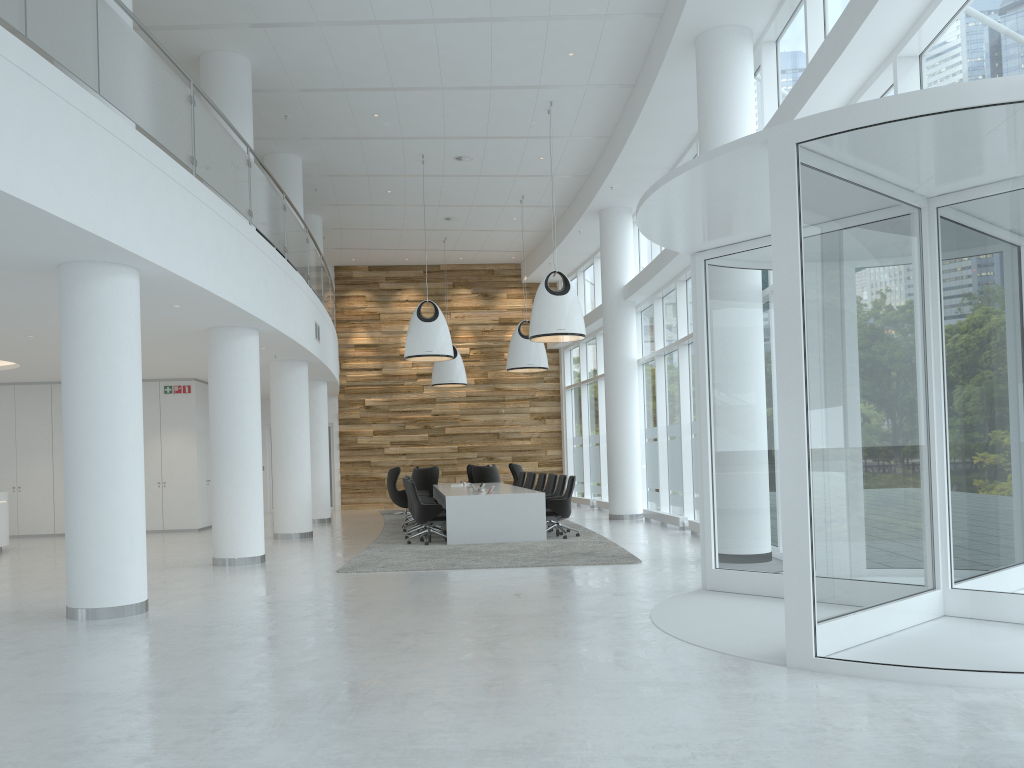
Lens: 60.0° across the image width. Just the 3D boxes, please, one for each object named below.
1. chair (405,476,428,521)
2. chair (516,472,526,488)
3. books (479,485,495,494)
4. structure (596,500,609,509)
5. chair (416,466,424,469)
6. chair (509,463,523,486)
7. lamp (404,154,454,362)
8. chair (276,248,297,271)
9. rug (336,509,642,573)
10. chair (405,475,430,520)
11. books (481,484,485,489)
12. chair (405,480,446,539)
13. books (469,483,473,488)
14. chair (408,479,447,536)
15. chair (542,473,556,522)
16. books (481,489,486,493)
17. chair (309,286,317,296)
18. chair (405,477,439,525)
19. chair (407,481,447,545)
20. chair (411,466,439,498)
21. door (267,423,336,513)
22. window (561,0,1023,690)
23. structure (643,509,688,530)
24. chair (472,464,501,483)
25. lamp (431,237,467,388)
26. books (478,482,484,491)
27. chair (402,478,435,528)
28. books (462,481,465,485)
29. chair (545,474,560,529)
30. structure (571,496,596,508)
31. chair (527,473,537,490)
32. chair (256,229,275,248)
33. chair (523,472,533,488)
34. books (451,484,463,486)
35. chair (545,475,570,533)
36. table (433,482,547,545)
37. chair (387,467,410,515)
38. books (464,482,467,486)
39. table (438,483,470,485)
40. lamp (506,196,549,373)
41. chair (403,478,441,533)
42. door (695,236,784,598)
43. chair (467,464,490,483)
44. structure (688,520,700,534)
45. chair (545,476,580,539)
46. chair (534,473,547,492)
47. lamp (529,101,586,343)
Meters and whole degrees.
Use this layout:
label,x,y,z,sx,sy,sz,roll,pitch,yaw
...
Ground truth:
label,x,y,z,sx,sy,sz,roll,pitch,yaw
chair,-1.892,2.385,18.368,0.674,0.965,0.687,-2,-2,-7
chair,0.014,2.419,19.492,0.673,0.965,0.687,-1,-2,-12
books,-0.418,1.836,14.840,0.231,0.274,0.598,-2,-4,13
structure,2.271,2.756,19.777,0.150,0.213,2.697,-2,-5,-8
chair,-2.094,2.652,22.593,0.919,1.151,0.914,-4,-3,43
chair,-0.161,2.528,21.832,0.917,1.151,0.916,-1,-2,-17
lamp,-1.535,-2.260,15.846,0.885,3.642,0.884,-3,-1,38
chair,-4.003,-1.944,14.584,0.913,1.151,0.920,-1,-2,-13
rug,-0.799,2.714,16.870,3.938,0.010,13.487,-1,-5,-6
chair,-1.986,2.456,19.176,0.674,0.965,0.687,-2,-2,-2
books,-0.596,1.997,16.776,0.158,0.241,0.353,-2,-4,-7
chair,-1.422,2.046,14.481,0.674,0.965,0.687,-2,-2,-7
books,-0.747,2.032,17.097,0.153,0.238,0.191,-2,-2,-7
chair,-1.474,2.115,15.294,0.674,0.965,0.687,-2,-2,-7
chair,0.486,2.138,16.314,0.674,0.965,0.687,-2,-2,-2
books,-0.422,1.804,14.341,0.143,0.226,0.204,-2,-3,-8
chair,-4.445,-1.618,18.319,0.913,1.151,0.920,-1,-2,-16
chair,-1.785,2.314,17.556,0.674,0.965,0.687,-2,-2,-7
chair,-1.285,1.969,13.615,0.673,0.965,0.687,-1,-2,-12
chair,-1.880,2.479,20.603,0.914,1.151,0.919,-2,-2,13
door,-5.765,2.290,24.295,1.805,2.398,0.132,-2,-1,-5
window,-18.141,0.366,19.045,63.013,6.130,30.848,-5,-6,33
structure,2.729,2.416,15.875,0.150,0.213,2.697,-2,-5,-5
chair,-0.702,2.452,20.717,0.919,1.151,0.914,-4,-3,43
lamp,-1.589,-1.769,21.705,0.885,3.642,0.884,-2,-1,32
books,-0.610,1.978,16.756,0.139,0.229,0.358,-2,-4,-7
chair,-1.757,2.249,16.793,0.674,0.965,0.687,-2,-2,-2
books,-0.998,2.215,19.180,0.153,0.241,0.183,-2,-2,-7
chair,0.514,2.074,15.551,0.674,0.965,0.687,-2,-2,-7
structure,1.742,3.033,22.893,0.150,0.213,2.697,-1,-5,-11
chair,0.203,2.272,17.812,0.674,0.965,0.687,-2,-2,-7
chair,-3.909,-2.090,12.877,0.913,1.151,0.920,-1,-2,-16
chair,0.151,2.342,18.626,0.674,0.965,0.687,-2,-2,-7
books,-1.150,2.112,18.549,0.224,0.026,0.264,-2,-5,3
chair,0.621,2.003,14.739,0.674,0.965,0.687,-2,-2,-7
table,-0.618,2.312,16.557,1.500,0.738,6.576,-1,-5,-7
chair,-2.562,2.577,21.518,0.917,1.151,0.916,-1,-2,-17
books,-0.952,2.193,18.845,0.139,0.223,0.162,-2,-2,-7
table,-1.400,2.774,21.643,0.800,0.695,0.801,-3,-3,18
lamp,0.264,-2.096,18.497,0.885,3.642,0.884,-3,-1,36
chair,-1.644,2.181,16.016,0.673,0.965,0.687,-1,-2,-12
door,3.168,0.172,6.686,2.996,3.105,3.004,-2,-3,3
chair,-0.937,2.627,22.734,0.914,1.151,0.919,-2,-2,13
structure,2.923,2.145,12.705,0.150,0.213,2.697,-2,-5,-2
chair,0.715,1.932,13.931,0.674,0.965,0.687,-2,-2,-2
chair,0.373,2.207,17.091,0.673,0.965,0.687,-1,-2,-12
lamp,0.643,-2.510,13.683,0.885,3.642,0.884,-3,-1,39
